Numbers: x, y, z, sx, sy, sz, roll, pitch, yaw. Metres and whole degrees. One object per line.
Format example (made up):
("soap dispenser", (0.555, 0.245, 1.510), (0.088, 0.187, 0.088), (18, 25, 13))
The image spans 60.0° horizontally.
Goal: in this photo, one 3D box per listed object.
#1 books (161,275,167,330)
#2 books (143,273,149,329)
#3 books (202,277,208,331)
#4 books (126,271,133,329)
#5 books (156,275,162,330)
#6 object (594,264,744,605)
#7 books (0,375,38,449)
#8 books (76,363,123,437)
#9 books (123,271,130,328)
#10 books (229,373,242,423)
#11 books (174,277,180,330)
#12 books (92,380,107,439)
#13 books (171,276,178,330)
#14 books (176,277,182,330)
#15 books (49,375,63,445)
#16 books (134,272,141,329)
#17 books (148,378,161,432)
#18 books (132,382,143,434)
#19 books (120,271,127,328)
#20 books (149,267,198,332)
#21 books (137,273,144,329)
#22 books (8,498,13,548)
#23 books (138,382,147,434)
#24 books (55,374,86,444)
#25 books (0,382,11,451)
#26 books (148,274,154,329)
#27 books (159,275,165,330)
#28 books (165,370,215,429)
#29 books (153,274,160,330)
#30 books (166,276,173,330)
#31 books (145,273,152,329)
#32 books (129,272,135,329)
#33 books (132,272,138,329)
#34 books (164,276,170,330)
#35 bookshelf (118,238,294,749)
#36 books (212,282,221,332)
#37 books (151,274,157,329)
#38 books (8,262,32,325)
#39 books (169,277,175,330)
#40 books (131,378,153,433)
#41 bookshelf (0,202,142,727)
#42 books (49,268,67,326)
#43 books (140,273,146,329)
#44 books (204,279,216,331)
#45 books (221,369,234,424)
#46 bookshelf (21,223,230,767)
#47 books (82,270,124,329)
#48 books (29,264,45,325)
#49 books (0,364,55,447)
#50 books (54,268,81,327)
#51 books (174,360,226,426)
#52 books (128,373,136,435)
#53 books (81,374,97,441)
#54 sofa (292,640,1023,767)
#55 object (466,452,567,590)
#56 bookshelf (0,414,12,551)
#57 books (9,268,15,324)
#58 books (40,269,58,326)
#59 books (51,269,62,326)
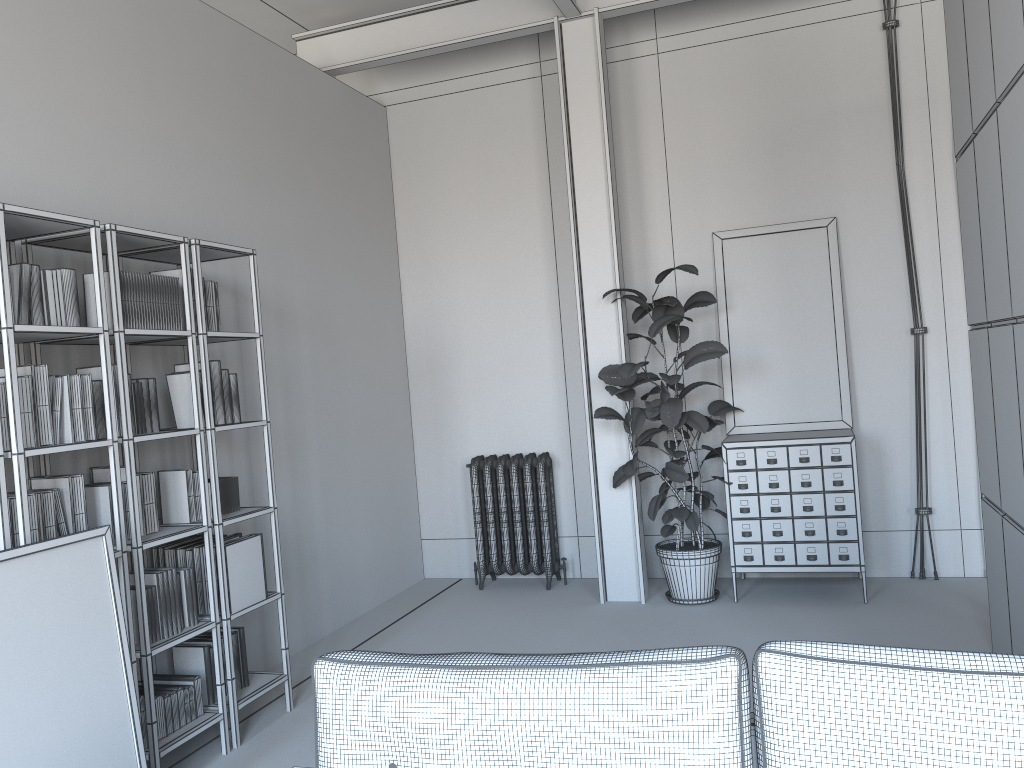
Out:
("books", (-1.552, -0.336, 3.776), (0.182, 0.240, 0.016), (-4, 1, 19))
("books", (-1.588, -0.332, 3.672), (0.182, 0.240, 0.016), (-4, 1, 19))
("books", (-1.499, -0.355, 4.096), (0.189, 0.258, 0.027), (-4, 1, 19))
("books", (-1.618, -0.329, 3.583), (0.182, 0.240, 0.016), (-4, 1, 19))
("books", (-1.562, -0.335, 3.747), (0.182, 0.240, 0.016), (-4, 1, 19))
("object", (1.003, 0.334, 5.692), (0.868, 2.157, 1.270), (-4, 1, 19))
("books", (-1.798, 0.108, 3.136), (0.193, 0.265, 0.091), (-4, 1, 19))
("books", (-1.676, 0.074, 3.637), (0.224, 0.304, 0.038), (-4, 1, 19))
("books", (-1.623, -0.329, 3.568), (0.182, 0.240, 0.016), (-4, 1, 19))
("books", (-1.397, 0.076, 4.271), (0.180, 0.244, 0.057), (-4, 1, 19))
("books", (-1.527, -0.339, 3.851), (0.182, 0.240, 0.016), (-4, 1, 19))
("books", (-1.731, 0.111, 3.598), (0.180, 0.244, 0.057), (-4, 1, 19))
("books", (-1.532, -0.338, 3.836), (0.182, 0.240, 0.016), (-4, 1, 19))
("books", (-1.522, -0.339, 3.866), (0.182, 0.240, 0.016), (-4, 1, 19))
("books", (-1.765, 0.105, 3.299), (0.193, 0.267, 0.084), (-4, 1, 20))
("books", (-1.603, -0.331, 3.628), (0.182, 0.240, 0.016), (-4, 1, 19))
("books", (-1.634, 0.101, 3.888), (0.180, 0.244, 0.057), (-4, 1, 19))
("books", (-1.642, 0.112, 3.760), (0.165, 0.227, 0.022), (-4, 1, 19))
("books", (-1.628, -0.328, 3.553), (0.182, 0.240, 0.016), (-4, 1, 19))
("books", (-1.530, -0.369, 4.018), (0.243, 0.299, 0.048), (-4, 1, 19))
("books", (-1.598, -0.331, 3.643), (0.182, 0.240, 0.016), (-4, 1, 19))
("books", (-1.843, 0.536, 3.096), (0.193, 0.265, 0.062), (-4, 1, 19))
("books", (-1.636, 0.111, 3.781), (0.165, 0.227, 0.022), (-4, 1, 19))
("books", (-1.722, 0.100, 3.361), (0.193, 0.265, 0.062), (-4, 1, 19))
("books", (-1.826, 0.122, 3.060), (0.178, 0.244, 0.057), (-4, 1, 19))
("books", (-1.578, -0.333, 3.702), (0.182, 0.240, 0.016), (-4, 1, 19))
("books", (-1.557, -0.335, 3.761), (0.182, 0.240, 0.016), (-4, 1, 19))
("books", (-1.459, 0.073, 4.032), (0.195, 0.268, 0.084), (-4, 1, 20))
("books", (-1.567, -0.334, 3.732), (0.182, 0.240, 0.016), (-4, 1, 19))
("books", (-1.542, -0.337, 3.806), (0.182, 0.240, 0.016), (-4, 1, 19))
("books", (-1.583, -0.333, 3.687), (0.182, 0.240, 0.016), (-4, 1, 19))
("books", (-1.613, -0.330, 3.598), (0.182, 0.240, 0.016), (-4, 1, 19))
("books", (-1.608, -0.330, 3.613), (0.182, 0.240, 0.016), (-4, 1, 19))
("books", (-1.547, -0.337, 3.791), (0.182, 0.240, 0.016), (-4, 1, 19))
("bookshelf", (-1.450, 0.500, 4.212), (0.455, 2.276, 0.455), (-4, 1, 19))
("books", (-1.459, -0.353, 4.175), (0.168, 0.243, 0.029), (-4, 0, 14))
("books", (-1.573, -0.334, 3.717), (0.182, 0.240, 0.016), (-4, 1, 19))
("books", (-1.814, -0.309, 3.200), (0.178, 0.244, 0.077), (-4, 0, 18))
("books", (-1.537, -0.338, 3.821), (0.182, 0.240, 0.016), (-4, 1, 19))
("books", (-1.642, 0.102, 3.828), (0.180, 0.244, 0.057), (-4, 1, 19))
("bookshelf", (-1.773, 0.534, 3.258), (0.455, 2.276, 0.455), (-4, 1, 19))
("books", (-1.777, -0.309, 3.363), (0.180, 0.238, 0.027), (-4, 1, 19))
("books", (-1.593, -0.332, 3.657), (0.182, 0.240, 0.016), (-4, 1, 19))
("books", (-1.481, -0.352, 4.132), (0.180, 0.248, 0.054), (-4, 1, 19))
("books", (-1.426, 0.068, 4.194), (0.195, 0.266, 0.091), (-4, 1, 19))
("bookshelf", (-1.614, 0.517, 3.746), (0.455, 2.276, 0.455), (-4, 1, 19))
("books", (-1.633, -0.328, 3.538), (0.182, 0.240, 0.016), (-4, 1, 19))
("books", (-1.811, -0.311, 3.268), (0.178, 0.242, 0.057), (-4, 1, 19))
("books", (-1.790, 0.085, 3.228), (0.222, 0.303, 0.071), (-4, 1, 19))
("books", (-1.761, -0.316, 3.416), (0.178, 0.242, 0.083), (-4, 1, 19))
("books", (-1.438, 0.049, 4.102), (0.224, 0.304, 0.071), (-4, 1, 19))
("books", (-1.684, 0.095, 3.714), (0.195, 0.266, 0.091), (-4, 1, 19))
("books", (-1.713, 0.098, 3.426), (0.193, 0.265, 0.062), (-4, 1, 19))
("sofa", (0.419, 1.025, 1.540), (2.347, 0.948, 0.952), (-4, 1, 19))
("object", (0.029, 1.021, 6.582), (0.733, 1.007, 0.328), (-4, 1, 19))
("bookshelf", (-1.947, 0.552, 2.799), (0.455, 2.276, 0.455), (-4, 1, 19))
("books", (-1.849, -0.294, 3.150), (0.161, 0.222, 0.039), (-4, 1, 19))
("books", (-1.794, -0.303, 3.312), (0.196, 0.229, 0.035), (-4, 1, 19))
("books", (-1.785, -0.305, 3.340), (0.187, 0.232, 0.023), (-4, 1, 19))
